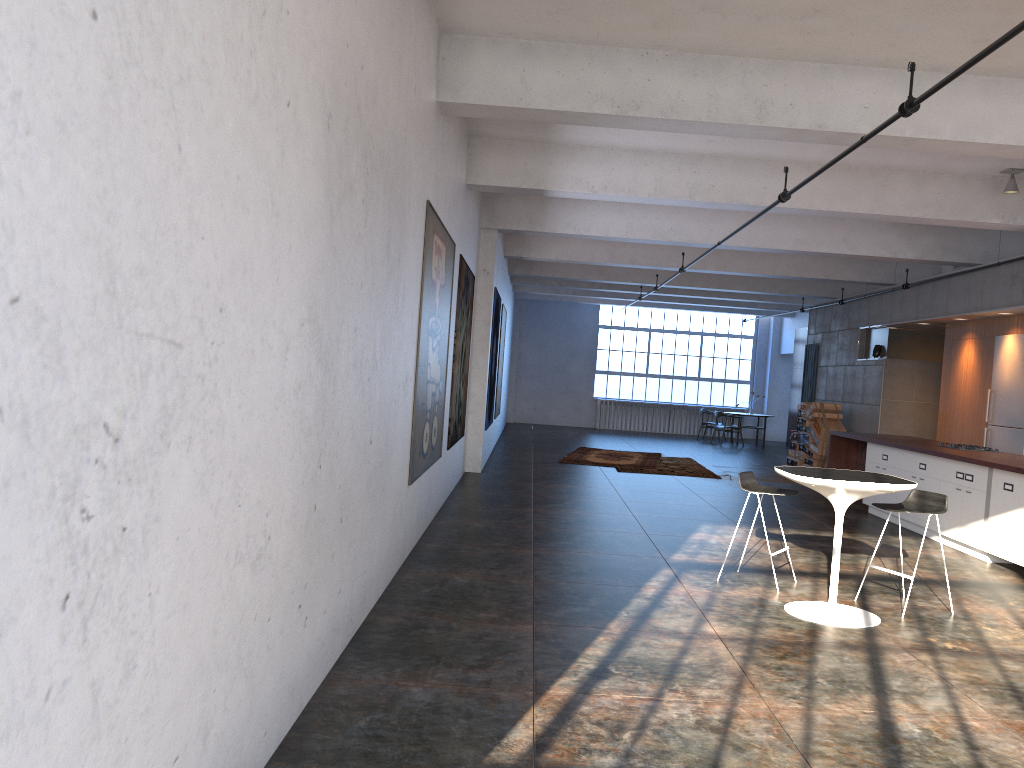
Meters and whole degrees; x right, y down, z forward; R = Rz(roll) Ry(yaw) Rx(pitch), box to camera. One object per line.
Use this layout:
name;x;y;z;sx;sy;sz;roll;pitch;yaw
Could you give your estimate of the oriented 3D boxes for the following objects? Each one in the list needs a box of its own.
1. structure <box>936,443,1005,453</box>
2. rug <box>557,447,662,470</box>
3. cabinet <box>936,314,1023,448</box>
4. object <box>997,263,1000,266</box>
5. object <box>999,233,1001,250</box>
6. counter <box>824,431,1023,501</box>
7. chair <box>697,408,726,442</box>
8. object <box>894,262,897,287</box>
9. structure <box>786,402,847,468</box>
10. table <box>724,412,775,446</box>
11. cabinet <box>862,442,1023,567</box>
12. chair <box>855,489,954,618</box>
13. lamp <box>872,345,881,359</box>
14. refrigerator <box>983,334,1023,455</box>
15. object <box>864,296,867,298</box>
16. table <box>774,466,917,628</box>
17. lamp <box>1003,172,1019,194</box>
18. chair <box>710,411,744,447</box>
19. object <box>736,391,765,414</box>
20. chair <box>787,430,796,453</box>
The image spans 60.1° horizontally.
structure;5.188;0.735;10.075;0.512;0.072;0.639;4;1;0
rug;1.915;1.358;16.515;1.863;0.048;3.545;4;1;10
cabinet;7.837;0.443;9.977;2.379;2.564;8.100;4;1;1
object;7.064;0.721;9.162;0.051;0.053;0.062;4;1;7
object;7.030;0.715;9.205;0.050;0.053;0.065;5;2;38
counter;4.921;1.221;9.153;1.142;0.971;6.651;4;1;1
chair;5.390;1.103;23.812;0.661;0.865;0.740;5;2;27
object;7.095;0.675;9.283;0.058;0.060;0.051;5;2;35
structure;5.747;0.991;16.845;0.638;1.316;1.912;4;1;1
table;6.232;1.219;23.383;1.281;0.852;1.338;5;2;44
cabinet;4.894;1.258;8.543;0.922;0.930;5.644;4;1;1
chair;2.812;1.212;6.296;0.513;0.896;0.456;3;2;-23
lamp;6.444;-0.564;15.601;0.215;0.259;0.169;3;2;-19
refrigerator;6.739;0.437;11.934;0.220;2.192;0.953;4;2;-2
object;7.105;0.737;9.219;0.061;0.053;0.052;5;2;43
table;2.188;1.083;5.957;0.828;0.952;0.828;4;1;0
lamp;5.298;-2.137;9.383;0.152;0.216;0.159;5;2;37
chair;5.466;1.129;22.410;0.680;0.865;0.720;4;2;-13
object;6.287;0.478;23.345;0.773;0.624;0.239;4;2;1
chair;6.887;1.187;20.838;0.656;0.988;0.427;4;2;0
